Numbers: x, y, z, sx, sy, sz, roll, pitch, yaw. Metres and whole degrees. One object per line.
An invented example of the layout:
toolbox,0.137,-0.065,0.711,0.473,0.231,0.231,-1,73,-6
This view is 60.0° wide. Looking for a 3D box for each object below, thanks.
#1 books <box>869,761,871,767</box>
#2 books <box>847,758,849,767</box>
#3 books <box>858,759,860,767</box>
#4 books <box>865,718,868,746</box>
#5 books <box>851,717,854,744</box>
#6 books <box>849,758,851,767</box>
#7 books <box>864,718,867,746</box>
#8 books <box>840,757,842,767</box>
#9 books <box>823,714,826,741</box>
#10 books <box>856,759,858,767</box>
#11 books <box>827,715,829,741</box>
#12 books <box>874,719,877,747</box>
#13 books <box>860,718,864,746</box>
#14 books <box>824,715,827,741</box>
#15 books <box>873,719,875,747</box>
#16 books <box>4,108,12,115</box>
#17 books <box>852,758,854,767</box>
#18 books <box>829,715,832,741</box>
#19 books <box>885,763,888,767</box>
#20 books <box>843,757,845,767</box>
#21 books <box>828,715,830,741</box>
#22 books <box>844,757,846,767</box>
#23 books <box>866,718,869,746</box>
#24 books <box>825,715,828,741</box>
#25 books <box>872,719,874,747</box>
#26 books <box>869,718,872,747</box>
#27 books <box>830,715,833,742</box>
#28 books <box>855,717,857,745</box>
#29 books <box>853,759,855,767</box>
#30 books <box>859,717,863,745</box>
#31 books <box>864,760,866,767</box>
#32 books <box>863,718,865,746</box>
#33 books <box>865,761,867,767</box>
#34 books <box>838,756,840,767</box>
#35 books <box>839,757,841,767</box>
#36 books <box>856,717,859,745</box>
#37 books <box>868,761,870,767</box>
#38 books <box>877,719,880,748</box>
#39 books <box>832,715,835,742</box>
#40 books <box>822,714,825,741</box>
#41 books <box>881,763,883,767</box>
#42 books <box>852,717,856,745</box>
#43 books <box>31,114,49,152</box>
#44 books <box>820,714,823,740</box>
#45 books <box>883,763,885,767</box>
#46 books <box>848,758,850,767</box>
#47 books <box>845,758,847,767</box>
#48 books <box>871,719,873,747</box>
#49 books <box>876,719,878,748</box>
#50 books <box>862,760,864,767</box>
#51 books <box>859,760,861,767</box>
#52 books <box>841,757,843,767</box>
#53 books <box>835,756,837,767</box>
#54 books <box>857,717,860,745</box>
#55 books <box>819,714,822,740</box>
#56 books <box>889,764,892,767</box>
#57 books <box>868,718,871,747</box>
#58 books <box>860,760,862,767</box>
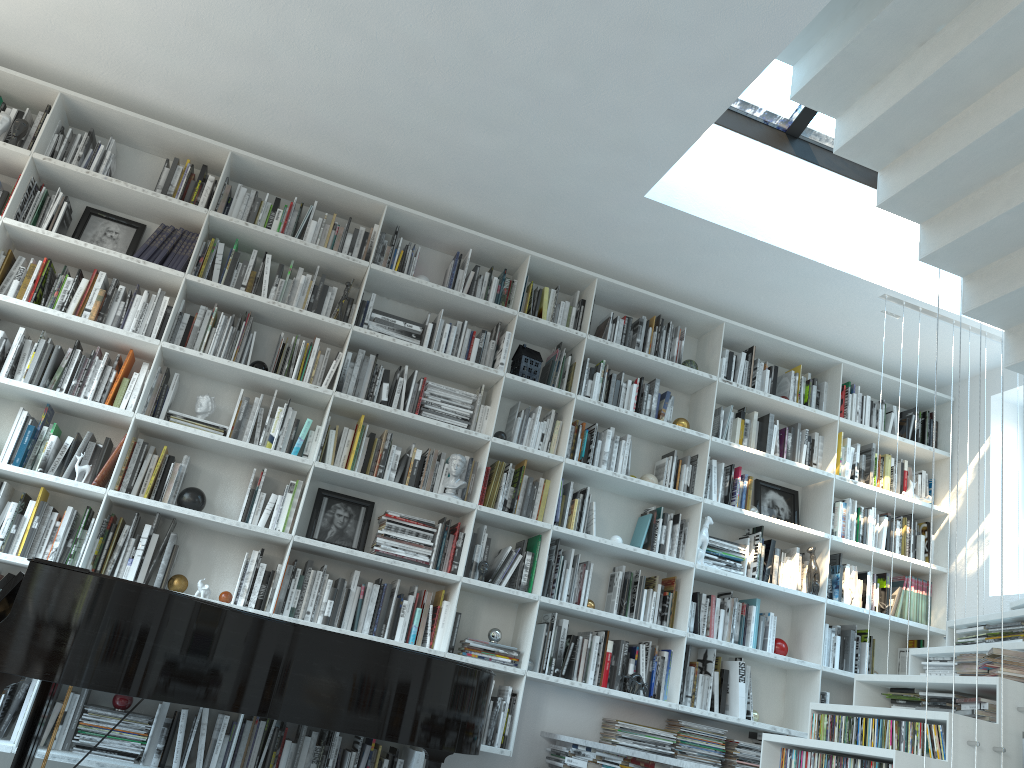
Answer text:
books,1.424,1.525,3.404,0.125,0.125,0.008,17,-21,-14
books,1.382,1.563,3.524,0.125,0.125,0.010,17,-21,-14
books,1.403,1.544,3.465,0.125,0.125,0.008,17,-21,-14
books,1.527,1.468,3.693,0.125,0.125,0.007,17,-21,-14
books,1.499,1.493,3.772,0.125,0.125,0.008,17,-21,-14
books,1.388,1.558,3.509,0.125,0.125,0.008,17,-21,-14
books,1.525,1.471,3.700,0.125,0.125,0.007,17,-21,-14
books,1.370,1.574,3.559,0.125,0.125,0.008,17,-21,-14
books,1.440,1.546,3.940,0.125,0.125,0.008,17,-21,-14
books,1.400,1.547,3.473,0.125,0.125,0.011,17,-21,-14
books,1.448,1.539,3.919,0.125,0.125,0.007,17,-21,-14
books,1.545,1.453,3.643,0.125,0.125,0.008,17,-21,-14
books,1.518,1.476,3.718,0.125,0.125,0.014,17,-21,-14
books,1.443,1.543,3.933,0.125,0.125,0.007,17,-21,-14
books,1.542,1.455,3.649,0.125,0.125,0.008,17,-21,-14
books,-2.542,-1.233,4.431,0.025,0.243,0.168,17,-21,-14
books,1.392,1.554,3.495,0.125,0.125,0.007,17,-21,-14
books,1.453,1.535,3.905,0.125,0.125,0.008,17,-21,-14
books,1.451,1.501,3.327,0.125,0.125,0.010,17,-21,-14
books,1.375,1.569,3.545,0.125,0.125,0.008,17,-21,-14
books,1.450,1.537,3.912,0.125,0.125,0.008,17,-21,-14
books,1.378,1.567,3.537,0.125,0.125,0.009,17,-21,-14
books,1.530,1.466,3.686,0.125,0.125,0.007,17,-21,-14
books,1.445,1.541,3.926,0.125,0.125,0.007,17,-21,-14
books,1.540,1.457,3.656,0.125,0.125,0.008,17,-21,-14
books,1.535,1.461,3.670,0.125,0.125,0.008,17,-21,-14
books,1.456,1.532,3.896,0.125,0.125,0.010,17,-21,-14
books,1.506,1.487,3.753,0.125,0.125,0.011,17,-21,-14
books,1.395,1.552,3.488,0.125,0.125,0.008,17,-21,-14
books,1.515,1.480,3.728,0.125,0.125,0.010,17,-21,-14
books,1.414,1.534,3.432,0.125,0.125,0.008,17,-21,-14
books,1.522,1.473,3.707,0.125,0.125,0.010,17,-21,-14
books,1.417,1.532,3.424,0.125,0.125,0.007,17,-21,-14
books,1.365,1.578,3.572,0.125,0.125,0.008,17,-21,-14
books,1.368,1.576,3.565,0.125,0.125,0.008,17,-21,-14
books,1.509,1.485,3.746,0.125,0.125,0.009,17,-21,-14
books,1.422,1.528,3.411,0.125,0.125,0.007,17,-21,-14
books,1.549,1.449,3.629,0.125,0.125,0.008,17,-21,-14
books,1.459,1.529,3.887,0.125,0.125,0.010,17,-21,-14
books,1.437,1.549,3.950,0.125,0.125,0.012,17,-21,-14
books,1.445,1.507,3.344,0.125,0.125,0.009,17,-21,-14
books,1.503,1.490,3.763,0.125,0.125,0.012,17,-21,-14
books,-2.349,-1.187,4.458,0.024,0.251,0.235,17,-21,-14
books,1.434,1.551,3.958,0.125,0.125,0.010,17,-21,-14
books,1.448,1.504,3.336,0.125,0.125,0.007,17,-21,-14
books,1.385,1.560,3.516,0.125,0.125,0.008,17,-21,-14
books,1.380,1.565,3.530,0.125,0.125,0.010,17,-21,-14
books,1.538,1.459,3.662,0.125,0.125,0.008,17,-21,-14
books,1.547,1.451,3.636,0.125,0.125,0.007,17,-21,-14
books,1.411,1.537,3.442,0.125,0.125,0.012,17,-21,-14
books,1.405,1.542,3.457,0.125,0.125,0.008,17,-21,-14
books,1.372,1.571,3.552,0.125,0.125,0.007,17,-21,-14
books,1.361,1.582,3.586,0.125,0.125,0.008,17,-21,-14
books,1.512,1.482,3.737,0.125,0.125,0.007,17,-21,-14
books,1.431,1.554,3.967,0.125,0.125,0.008,17,-21,-14
books,1.458,1.495,3.306,0.125,0.125,0.010,17,-21,-14
books,1.532,1.464,3.679,0.125,0.125,0.010,17,-21,-14
books,1.408,1.540,3.450,0.125,0.125,0.010,17,-21,-14
